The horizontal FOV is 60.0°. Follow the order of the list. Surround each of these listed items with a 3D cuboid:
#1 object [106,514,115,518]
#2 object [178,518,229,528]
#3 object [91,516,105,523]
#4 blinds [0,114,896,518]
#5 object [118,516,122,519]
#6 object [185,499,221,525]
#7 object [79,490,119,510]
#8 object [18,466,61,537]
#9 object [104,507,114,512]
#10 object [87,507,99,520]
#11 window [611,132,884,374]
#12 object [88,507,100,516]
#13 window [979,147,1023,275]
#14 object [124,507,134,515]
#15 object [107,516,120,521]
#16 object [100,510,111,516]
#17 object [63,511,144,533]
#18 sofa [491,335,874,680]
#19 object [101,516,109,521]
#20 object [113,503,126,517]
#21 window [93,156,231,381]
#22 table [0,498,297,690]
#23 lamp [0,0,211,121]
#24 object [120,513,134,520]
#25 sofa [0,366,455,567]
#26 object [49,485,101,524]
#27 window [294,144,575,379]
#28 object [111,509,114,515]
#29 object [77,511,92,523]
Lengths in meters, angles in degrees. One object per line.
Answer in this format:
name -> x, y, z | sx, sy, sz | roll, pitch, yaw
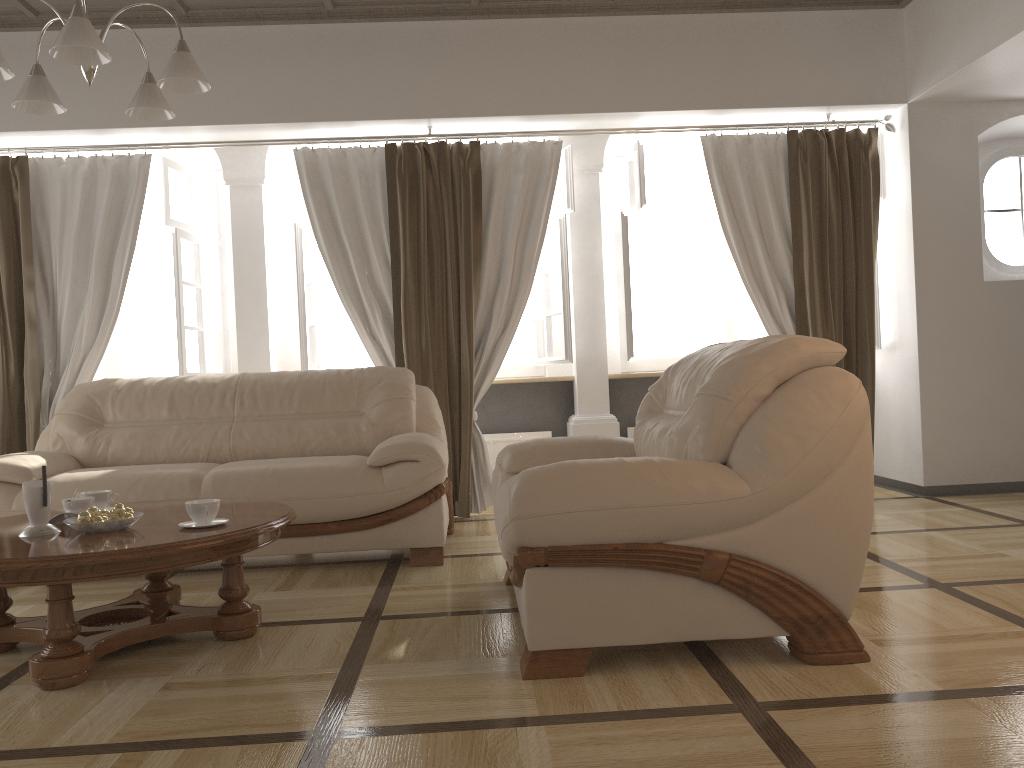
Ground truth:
object -> -1.264, 0.430, 2.797 | 0.040, 0.037, 0.040 | -2, 0, 23
object -> -0.953, 0.433, 2.744 | 0.150, 0.010, 0.150 | -3, 0, -13
object -> -1.253, 0.420, 2.682 | 0.041, 0.041, 0.038 | -3, 0, -18
blinds -> -0.541, -0.359, 5.181 | 5.765, 2.294, 0.285 | -3, 0, -3
object -> -1.225, 0.427, 2.783 | 0.040, 0.038, 0.039 | -2, 0, 22
object -> -0.956, 0.399, 2.739 | 0.105, 0.071, 0.114 | -3, 0, 12
object -> -1.477, 0.419, 3.161 | 0.114, 0.071, 0.105 | -3, 1, -42
object -> -1.461, 0.356, 2.736 | 0.119, 0.210, 0.119 | -3, 0, -25
object -> -1.479, 0.454, 3.158 | 0.150, 0.010, 0.150 | -3, 0, -17
object -> -1.285, 0.396, 2.715 | 0.037, 0.041, 0.040 | -2, 0, 20
window -> 1.485, -0.854, 5.850 | 1.653, 1.500, 0.782 | -3, 0, -3
object -> -1.301, 0.401, 2.757 | 0.040, 0.039, 0.038 | -3, 0, -18
window -> 3.138, -1.063, 5.469 | 0.600, 0.784, 0.050 | -3, 0, -3
object -> -1.224, 0.412, 2.819 | 0.041, 0.039, 0.039 | -3, 1, -44
object -> -1.234, 0.428, 2.743 | 0.039, 0.039, 0.040 | -3, 0, -13
object -> -1.296, 0.418, 2.820 | 0.041, 0.038, 0.039 | -2, 1, 41
object -> -1.265, 0.433, 2.753 | 0.227, 0.039, 0.227 | -2, 0, 22
sofa -> 0.465, 0.314, 2.994 | 1.052, 0.900, 1.318 | -3, 0, -3
object -> -1.272, 0.430, 2.756 | 0.039, 0.038, 0.041 | -2, 1, 39
object -> -1.222, 0.393, 2.760 | 0.038, 0.044, 0.038 | -3, 0, 4
window -> -2.680, -0.662, 5.651 | 1.600, 1.500, 0.781 | -3, 0, -3
table -> -1.298, 0.649, 2.897 | 1.169, 0.392, 1.167 | -3, 0, -7
lamp -> -1.370, -1.508, 2.884 | 0.713, 1.094, 0.741 | -3, 0, -3
object -> -1.195, 0.420, 2.755 | 0.039, 0.039, 0.040 | -3, 0, 8
sofa -> -1.366, 0.388, 4.307 | 2.135, 0.900, 1.051 | -3, 0, -3
object -> -1.429, 0.392, 2.920 | 0.178, 0.133, 0.104 | -3, 0, 12
window -> -0.501, -0.763, 5.768 | 1.759, 1.500, 0.784 | -3, 0, -4
object -> -1.260, 0.412, 2.834 | 0.038, 0.040, 0.040 | -3, 0, -24
object -> -1.283, 0.402, 2.663 | 0.038, 0.042, 0.038 | -3, 0, 5
